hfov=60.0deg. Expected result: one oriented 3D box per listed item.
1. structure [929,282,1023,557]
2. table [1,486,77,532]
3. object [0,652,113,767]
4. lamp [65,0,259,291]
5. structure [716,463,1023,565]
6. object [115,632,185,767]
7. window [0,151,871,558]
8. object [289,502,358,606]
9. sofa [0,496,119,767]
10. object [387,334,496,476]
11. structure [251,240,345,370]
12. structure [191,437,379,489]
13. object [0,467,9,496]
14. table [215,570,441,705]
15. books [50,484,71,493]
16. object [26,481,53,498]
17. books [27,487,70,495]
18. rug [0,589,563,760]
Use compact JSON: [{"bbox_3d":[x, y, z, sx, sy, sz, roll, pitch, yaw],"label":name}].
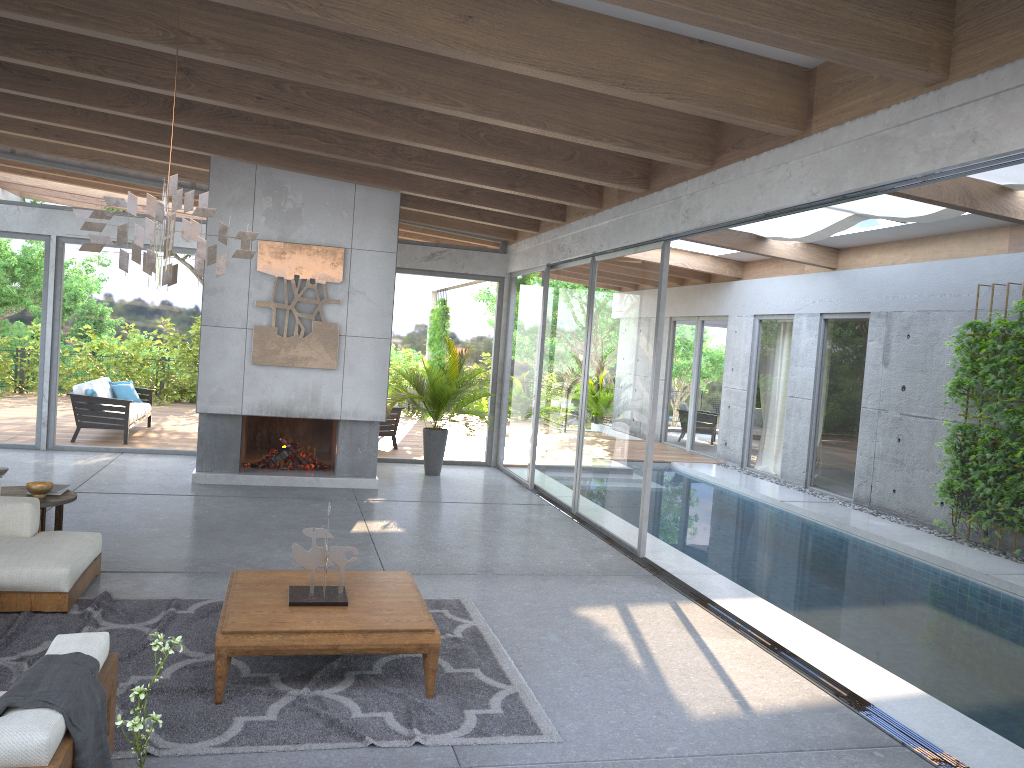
[{"bbox_3d":[3.827,0.435,4.647,2.739,2.687,10.282,4,3,3],"label":"structure"},{"bbox_3d":[-3.508,1.007,6.313,0.725,0.441,0.725,6,3,37],"label":"table"},{"bbox_3d":[-1.689,1.322,2.972,0.857,0.704,0.472,3,3,-18],"label":"object"},{"bbox_3d":[-1.741,-1.156,4.284,0.862,1.400,0.636,6,3,33],"label":"lamp"},{"bbox_3d":[5.183,1.777,8.194,0.477,0.068,13.673,4,3,-14],"label":"structure"},{"bbox_3d":[-1.127,1.117,2.695,0.171,0.750,0.238,5,3,7],"label":"object"},{"bbox_3d":[-0.903,-0.364,4.354,14.294,3.764,23.280,4,3,-14],"label":"window"},{"bbox_3d":[-0.997,0.875,4.732,0.346,0.518,0.379,4,3,-14],"label":"object"},{"bbox_3d":[-2.754,1.076,4.184,1.965,0.777,3.733,4,3,-14],"label":"sofa"},{"bbox_3d":[-0.948,0.263,11.412,1.484,1.819,1.798,4,3,-7],"label":"object"},{"bbox_3d":[-2.343,-0.858,9.728,0.919,1.351,0.041,4,3,-14],"label":"structure"},{"bbox_3d":[-2.743,0.779,10.895,2.012,0.595,2.203,4,3,-14],"label":"structure"},{"bbox_3d":[-3.521,0.688,6.105,0.099,0.212,0.099,5,3,16],"label":"object"},{"bbox_3d":[-0.998,1.311,4.736,1.048,0.352,1.112,4,3,-14],"label":"table"},{"bbox_3d":[-3.388,0.765,6.505,0.205,0.012,0.290,4,3,-9],"label":"books"},{"bbox_3d":[-3.341,0.752,6.269,0.173,0.097,0.173,2,3,-35],"label":"object"},{"bbox_3d":[-3.397,0.777,6.506,0.220,0.015,0.303,3,3,-15],"label":"books"},{"bbox_3d":[-1.566,1.418,4.658,3.186,0.056,2.187,4,3,-14],"label":"rug"}]
